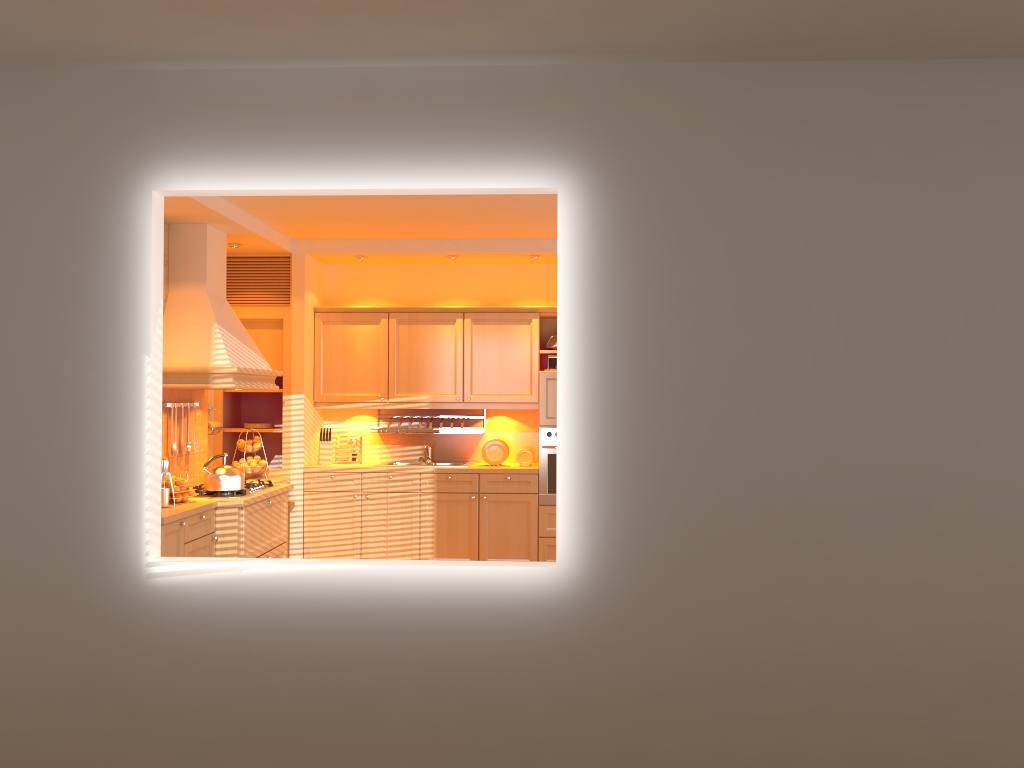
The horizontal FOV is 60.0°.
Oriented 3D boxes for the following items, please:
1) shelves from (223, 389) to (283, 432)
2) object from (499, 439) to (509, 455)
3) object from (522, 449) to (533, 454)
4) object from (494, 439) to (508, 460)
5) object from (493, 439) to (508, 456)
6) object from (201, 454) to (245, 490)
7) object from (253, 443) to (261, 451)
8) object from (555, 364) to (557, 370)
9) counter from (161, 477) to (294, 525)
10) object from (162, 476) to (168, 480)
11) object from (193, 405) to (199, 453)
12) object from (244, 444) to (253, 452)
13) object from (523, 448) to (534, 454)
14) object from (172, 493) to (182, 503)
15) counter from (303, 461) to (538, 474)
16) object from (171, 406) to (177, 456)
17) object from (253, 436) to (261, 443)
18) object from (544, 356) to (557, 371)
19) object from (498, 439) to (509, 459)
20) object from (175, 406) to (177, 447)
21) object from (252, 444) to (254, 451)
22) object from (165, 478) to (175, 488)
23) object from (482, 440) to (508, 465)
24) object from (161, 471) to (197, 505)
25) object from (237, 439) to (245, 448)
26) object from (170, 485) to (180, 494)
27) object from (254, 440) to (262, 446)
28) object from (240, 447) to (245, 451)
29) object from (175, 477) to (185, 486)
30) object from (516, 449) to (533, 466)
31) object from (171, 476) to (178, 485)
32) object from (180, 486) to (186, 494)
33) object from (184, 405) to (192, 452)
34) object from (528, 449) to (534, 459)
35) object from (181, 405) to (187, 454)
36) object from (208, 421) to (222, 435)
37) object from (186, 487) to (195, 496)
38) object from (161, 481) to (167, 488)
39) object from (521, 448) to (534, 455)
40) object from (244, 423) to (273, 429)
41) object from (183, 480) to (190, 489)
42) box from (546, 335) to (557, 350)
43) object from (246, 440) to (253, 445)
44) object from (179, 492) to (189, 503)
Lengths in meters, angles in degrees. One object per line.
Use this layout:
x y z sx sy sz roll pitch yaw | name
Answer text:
-1.982 0.392 7.125 0.600 0.702 0.582 0 -1 3 | shelves
-0.126 0.539 7.080 0.205 0.200 0.049 0 -1 4 | object
0.103 0.577 6.982 0.133 0.129 0.037 0 -1 3 | object
-0.134 0.538 6.996 0.205 0.200 0.049 0 -1 4 | object
-0.131 0.539 7.024 0.205 0.200 0.049 0 -1 4 | object
-1.792 0.542 5.526 0.242 0.215 0.251 0 -1 -10 | object
-1.917 0.472 6.665 0.063 0.063 0.064 0 -1 19 | object
0.365 -0.141 6.927 0.055 0.064 0.069 0 -1 7 | object
-1.966 0.718 5.684 0.770 0.038 2.250 0 -1 3 | counter
-2.033 0.564 5.214 0.059 0.060 0.050 1 -1 -38 | object
-2.136 0.304 5.999 0.020 0.323 0.061 0 -1 3 | object
-1.971 0.478 6.628 0.064 0.058 0.063 1 -1 -31 | object
0.112 0.579 7.120 0.133 0.129 0.037 0 -1 5 | object
-1.931 0.655 5.110 0.052 0.057 0.060 1 -1 -36 | object
-0.685 0.662 7.052 1.800 0.038 0.600 0 -1 3 | counter
-2.148 0.299 5.639 0.028 0.323 0.055 0 -1 3 | object
-1.923 0.420 6.677 0.055 0.059 0.058 1 -1 -41 | object
0.456 -0.158 6.920 0.400 0.123 0.280 0 -1 3 | object
-0.128 0.539 7.052 0.205 0.200 0.049 0 -1 4 | object
-2.157 0.298 5.698 0.006 0.319 0.028 0 -1 3 | object
-1.966 0.478 6.705 0.058 0.059 0.058 0 -1 34 | object
-1.964 0.568 5.098 0.052 0.060 0.057 0 -1 41 | object
-0.137 0.538 6.968 0.205 0.200 0.049 0 -1 4 | object
-1.979 0.605 5.174 0.189 0.174 0.207 0 -1 18 | object
-2.022 0.446 6.622 0.063 0.064 0.061 0 -1 12 | object
-1.936 0.607 5.092 0.053 0.051 0.063 0 -1 22 | object
-1.921 0.450 6.719 0.057 0.060 0.058 0 -1 24 | object
-2.014 0.477 6.668 0.057 0.056 0.051 1 -1 -38 | object
-1.924 0.565 5.133 0.053 0.051 0.063 0 -1 10 | object
0.101 0.577 6.955 0.133 0.129 0.037 0 -1 3 | object
-1.973 0.562 5.166 0.063 0.053 0.051 1 -1 -36 | object
-1.925 0.610 5.153 0.062 0.053 0.052 0 -1 25 | object
-2.159 0.296 5.895 0.037 0.309 0.077 0 -1 2 | object
0.106 0.578 7.037 0.133 0.129 0.037 0 -1 3 | object
-2.146 0.300 5.799 0.017 0.320 0.090 0 -1 3 | object
-2.233 0.326 6.581 0.096 0.094 0.186 0 -1 3 | object
-1.898 0.636 5.221 0.061 0.054 0.052 0 -1 30 | object
-2.015 0.580 5.114 0.063 0.051 0.053 0 -1 8 | object
0.108 0.578 7.065 0.133 0.129 0.037 0 -1 3 | object
-1.993 0.330 6.977 0.222 0.039 0.222 0 -1 20 | object
-1.919 0.589 5.206 0.053 0.052 0.061 1 -1 -24 | object
0.337 -0.330 7.110 0.098 0.129 0.117 0 -1 39 | box
-1.973 0.443 6.674 0.051 0.051 0.050 0 -1 27 | object
-1.923 0.661 5.171 0.074 0.063 0.064 0 -1 -17 | object
